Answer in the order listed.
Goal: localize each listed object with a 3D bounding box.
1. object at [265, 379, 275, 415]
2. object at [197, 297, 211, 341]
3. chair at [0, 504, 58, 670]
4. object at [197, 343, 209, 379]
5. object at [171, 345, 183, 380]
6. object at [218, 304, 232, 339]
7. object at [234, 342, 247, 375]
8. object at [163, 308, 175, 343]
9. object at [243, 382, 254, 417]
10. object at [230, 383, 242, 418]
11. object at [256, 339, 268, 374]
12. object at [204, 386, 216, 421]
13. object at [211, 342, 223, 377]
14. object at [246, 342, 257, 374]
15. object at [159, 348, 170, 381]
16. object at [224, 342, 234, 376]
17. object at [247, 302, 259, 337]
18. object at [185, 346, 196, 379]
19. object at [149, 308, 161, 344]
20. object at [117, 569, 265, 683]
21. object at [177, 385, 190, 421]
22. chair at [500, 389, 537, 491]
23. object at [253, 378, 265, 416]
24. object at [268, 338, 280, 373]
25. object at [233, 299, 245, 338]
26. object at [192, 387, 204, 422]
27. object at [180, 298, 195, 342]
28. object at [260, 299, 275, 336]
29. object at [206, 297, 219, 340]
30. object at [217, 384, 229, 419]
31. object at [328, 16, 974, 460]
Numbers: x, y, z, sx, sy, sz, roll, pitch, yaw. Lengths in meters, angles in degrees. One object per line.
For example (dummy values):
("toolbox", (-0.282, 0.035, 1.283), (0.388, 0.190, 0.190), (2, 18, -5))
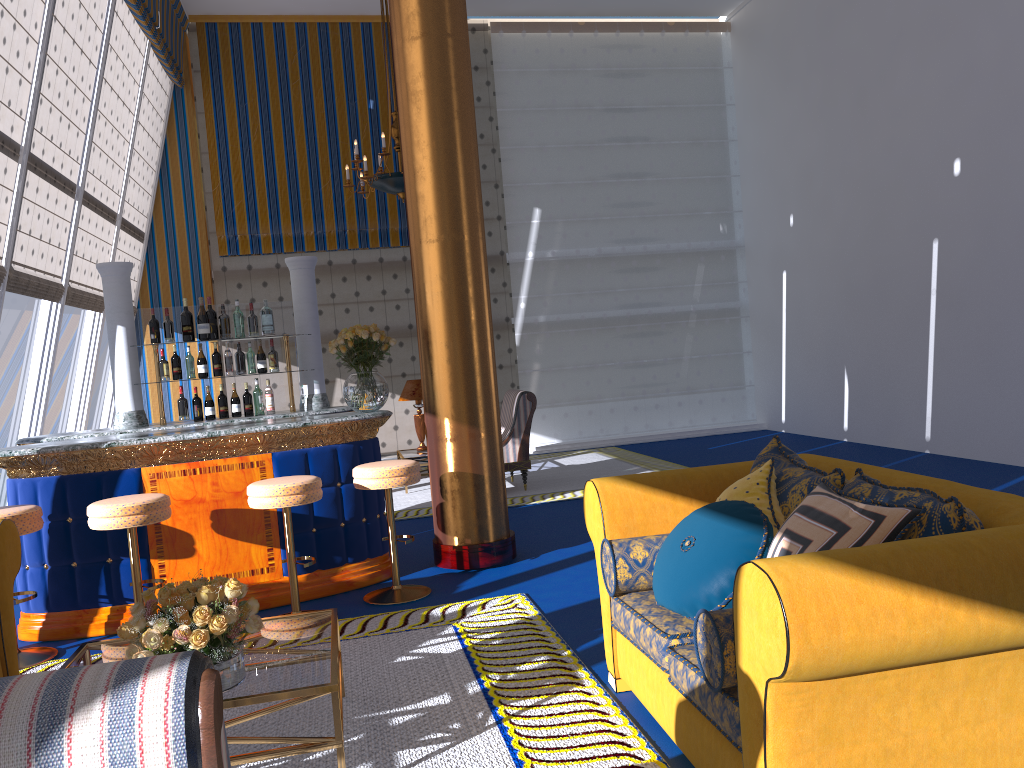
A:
("object", (-1.745, 0.090, 6.381), (0.061, 0.258, 0.061), (-5, 3, -11))
("object", (-2.147, -0.453, 6.166), (0.085, 0.303, 0.084), (-6, 3, -17))
("chair", (-2.574, 1.026, 4.512), (0.395, 0.782, 0.401), (-3, 3, 26))
("object", (-2.155, -0.161, 6.164), (0.069, 0.244, 0.068), (-6, 3, -30))
("object", (-2.315, -0.149, 6.113), (0.066, 0.244, 0.065), (-6, 3, -30))
("object", (-2.018, -0.437, 6.221), (0.075, 0.248, 0.077), (-2, 4, 42))
("object", (-1.921, -0.180, 6.267), (0.072, 0.232, 0.071), (-6, 3, -33))
("object", (-2.392, -0.407, 6.172), (0.071, 0.246, 0.073), (-3, 3, 38))
("object", (-1.881, 0.110, 6.310), (0.066, 0.244, 0.065), (-6, 3, -30))
("object", (-1.957, 0.114, 6.272), (0.069, 0.244, 0.068), (-6, 3, -30))
("object", (-1.787, -0.197, 6.319), (0.069, 0.244, 0.068), (-6, 3, -30))
("object", (-2.118, 0.133, 6.206), (0.069, 0.244, 0.068), (-6, 3, -30))
("object", (-2.064, -0.173, 6.200), (0.066, 0.244, 0.065), (-6, 3, -30))
("object", (-1.855, -0.186, 6.303), (0.058, 0.230, 0.059), (-3, 3, 38))
("object", (-2.384, -0.132, 6.072), (0.067, 0.225, 0.065), (-7, 4, -42))
("object", (-1.988, -0.177, 6.220), (0.057, 0.239, 0.056), (-7, 3, -37))
("object", (-1.841, -0.457, 6.292), (0.071, 0.246, 0.073), (-3, 3, 38))
("object", (-2.231, -0.150, 6.146), (0.058, 0.230, 0.059), (-3, 3, 38))
("object", (-2.465, -0.399, 6.112), (0.065, 0.244, 0.065), (-5, 3, -8))
("object", (-1.097, 0.827, 3.019), (0.459, 0.388, 0.499), (-6, 3, -31))
("object", (-2.277, 0.131, 6.133), (0.072, 0.242, 0.070), (-6, 3, -30))
("chair", (-0.179, 0.569, 8.876), (0.787, 0.967, 0.790), (-5, 2, -11))
("object", (-1.819, 0.092, 6.355), (0.068, 0.269, 0.069), (-3, 3, 39))
("object", (-1.708, -0.204, 6.339), (0.071, 0.244, 0.072), (-4, 3, 9))
("object", (-1.922, -0.459, 6.235), (0.069, 0.271, 0.069), (-5, 3, -1))
("object", (-2.197, 0.140, 6.187), (0.065, 0.244, 0.065), (-5, 3, -8))
("object", (-2.251, -0.444, 6.143), (0.081, 0.303, 0.081), (-5, 3, -6))
("object", (-1.754, -0.475, 6.351), (0.092, 0.259, 0.091), (-6, 3, -28))
("object", (-2.104, -0.459, 6.200), (0.081, 0.303, 0.081), (-4, 3, 5))
("object", (-2.032, 0.122, 6.228), (0.066, 0.244, 0.065), (-6, 3, -30))
("object", (0.171, -7.007, 4.006), (63.395, 33.621, 63.118), (-5, 2, -5))
